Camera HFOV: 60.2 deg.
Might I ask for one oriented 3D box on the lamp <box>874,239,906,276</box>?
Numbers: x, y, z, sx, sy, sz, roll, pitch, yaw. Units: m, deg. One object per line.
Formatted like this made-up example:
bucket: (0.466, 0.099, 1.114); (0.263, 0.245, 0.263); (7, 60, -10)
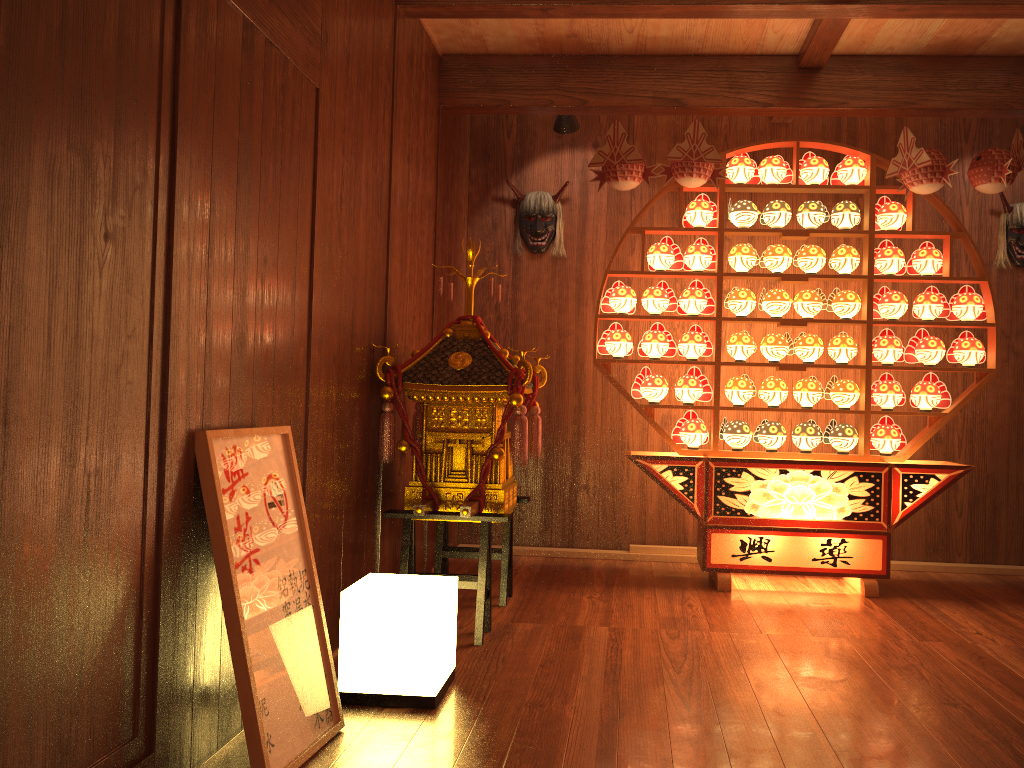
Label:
lamp: (1.866, -0.627, 4.358); (0.199, 0.200, 0.158); (2, -1, 5)

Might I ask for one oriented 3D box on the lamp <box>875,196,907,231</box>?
lamp: (1.880, -0.847, 4.362); (0.203, 0.200, 0.155); (2, -1, -10)

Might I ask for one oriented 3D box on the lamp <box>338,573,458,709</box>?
lamp: (-0.330, 0.751, 2.621); (0.279, 0.315, 0.282); (2, -1, 6)

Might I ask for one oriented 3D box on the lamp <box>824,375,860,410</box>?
lamp: (1.649, 0.042, 4.361); (0.144, 0.173, 0.152); (2, -1, -29)

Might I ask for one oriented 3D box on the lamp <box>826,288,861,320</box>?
lamp: (1.660, -0.399, 4.370); (0.143, 0.173, 0.153); (2, -1, -24)

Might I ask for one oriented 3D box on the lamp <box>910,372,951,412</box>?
lamp: (2.028, 0.039, 4.336); (0.193, 0.200, 0.162); (1, -1, 41)

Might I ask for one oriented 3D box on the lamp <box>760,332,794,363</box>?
lamp: (1.298, -0.182, 4.395); (0.160, 0.161, 0.136); (2, -1, -19)

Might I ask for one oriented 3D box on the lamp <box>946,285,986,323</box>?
lamp: (2.233, -0.396, 4.330); (0.196, 0.200, 0.160); (1, -1, 20)

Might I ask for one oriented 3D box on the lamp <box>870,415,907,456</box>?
lamp: (1.840, 0.254, 4.346); (0.190, 0.197, 0.160); (1, -1, 20)

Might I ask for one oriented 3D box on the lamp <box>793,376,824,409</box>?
lamp: (1.460, 0.040, 4.375); (0.135, 0.167, 0.162); (1, -1, 36)

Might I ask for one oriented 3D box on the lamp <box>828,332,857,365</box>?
lamp: (1.631, -0.179, 4.365); (0.136, 0.173, 0.160); (1, -1, 21)

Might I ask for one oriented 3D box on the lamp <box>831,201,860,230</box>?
lamp: (1.651, -0.840, 4.377); (0.136, 0.173, 0.160); (1, -1, 21)

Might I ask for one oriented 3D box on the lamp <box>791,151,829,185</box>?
lamp: (1.507, -1.077, 4.390); (0.201, 0.200, 0.156); (2, -1, -5)

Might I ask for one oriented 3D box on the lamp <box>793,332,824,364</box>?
lamp: (1.475, -0.181, 4.376); (0.141, 0.167, 0.155); (2, -1, -9)

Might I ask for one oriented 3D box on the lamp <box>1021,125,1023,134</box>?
lamp: (2.609, -1.305, 4.397); (0.132, 0.177, 0.179); (1, -1, 26)

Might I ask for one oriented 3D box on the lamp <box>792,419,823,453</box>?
lamp: (1.453, 0.259, 4.371); (0.135, 0.167, 0.162); (1, -1, 36)

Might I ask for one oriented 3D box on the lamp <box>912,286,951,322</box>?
lamp: (2.044, -0.397, 4.345); (0.175, 0.191, 0.162); (1, -1, 36)

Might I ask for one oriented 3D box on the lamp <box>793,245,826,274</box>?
lamp: (1.491, -0.621, 4.384); (0.142, 0.167, 0.154); (2, -1, -14)

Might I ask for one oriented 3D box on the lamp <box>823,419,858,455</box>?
lamp: (1.642, 0.261, 4.360); (0.144, 0.173, 0.152); (2, -1, -29)

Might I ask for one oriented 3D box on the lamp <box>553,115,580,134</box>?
lamp: (0.289, -1.369, 4.549); (0.137, 0.176, 0.173); (2, -1, -8)

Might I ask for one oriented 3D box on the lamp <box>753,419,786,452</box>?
lamp: (1.292, 0.257, 4.380); (0.142, 0.161, 0.154); (2, -1, -14)

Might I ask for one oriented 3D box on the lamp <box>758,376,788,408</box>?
lamp: (1.299, 0.038, 4.382); (0.138, 0.161, 0.158); (2, -1, 6)

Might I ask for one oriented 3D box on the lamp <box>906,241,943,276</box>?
lamp: (2.043, -0.620, 4.347); (0.185, 0.195, 0.160); (1, -1, 21)

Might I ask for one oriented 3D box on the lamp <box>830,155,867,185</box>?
lamp: (1.686, -1.066, 4.378); (0.187, 0.188, 0.159); (1, -1, 10)

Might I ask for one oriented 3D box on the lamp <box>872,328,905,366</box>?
lamp: (1.851, -0.184, 4.350); (0.186, 0.195, 0.160); (1, -1, 15)

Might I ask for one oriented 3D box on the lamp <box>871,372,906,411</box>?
lamp: (1.848, 0.037, 4.346); (0.183, 0.194, 0.160); (1, -1, 16)

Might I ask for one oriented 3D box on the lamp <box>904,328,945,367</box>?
lamp: (2.057, -0.181, 4.337); (0.203, 0.200, 0.155); (2, -1, -10)

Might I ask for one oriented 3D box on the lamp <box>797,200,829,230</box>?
lamp: (1.482, -0.842, 4.394); (0.162, 0.167, 0.134); (3, -1, -44)

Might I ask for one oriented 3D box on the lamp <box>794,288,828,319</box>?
lamp: (1.465, -0.401, 4.392); (0.162, 0.167, 0.135); (2, -1, -29)

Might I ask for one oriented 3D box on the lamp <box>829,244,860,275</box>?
lamp: (1.649, -0.619, 4.372); (0.138, 0.173, 0.159); (1, -1, 11)

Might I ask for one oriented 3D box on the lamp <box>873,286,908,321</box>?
lamp: (1.882, -0.400, 4.354); (0.193, 0.187, 0.154); (2, -1, -15)

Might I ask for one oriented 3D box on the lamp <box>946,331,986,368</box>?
lamp: (2.237, -0.172, 4.325); (0.179, 0.192, 0.160); (1, -1, 16)
